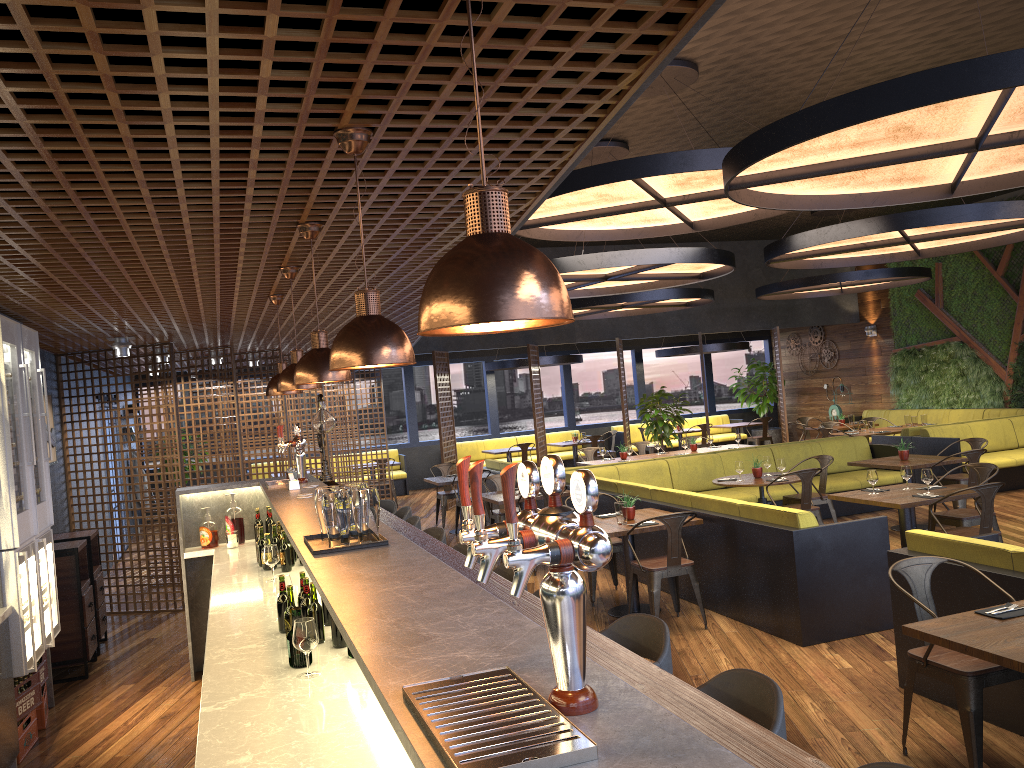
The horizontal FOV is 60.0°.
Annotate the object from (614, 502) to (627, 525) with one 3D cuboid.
[{"bbox_3d":[0.888,1.051,7.200,0.102,0.178,0.102,-5,0,17],"label":"object"}]

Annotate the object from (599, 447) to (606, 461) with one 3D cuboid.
[{"bbox_3d":[1.342,1.038,13.102,0.097,0.206,0.097,-5,0,27],"label":"object"}]

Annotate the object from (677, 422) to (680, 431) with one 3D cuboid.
[{"bbox_3d":[3.510,0.849,18.667,0.238,0.271,0.260,-5,0,3],"label":"object"}]

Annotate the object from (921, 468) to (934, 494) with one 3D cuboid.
[{"bbox_3d":[3.488,0.816,7.444,0.097,0.206,0.097,-5,0,-27],"label":"object"}]

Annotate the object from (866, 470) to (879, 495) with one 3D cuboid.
[{"bbox_3d":[3.124,0.849,7.680,0.097,0.206,0.097,-5,0,-27],"label":"object"}]

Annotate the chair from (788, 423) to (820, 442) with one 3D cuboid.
[{"bbox_3d":[5.252,1.120,15.837,0.541,0.917,0.504,-5,0,-18],"label":"chair"}]

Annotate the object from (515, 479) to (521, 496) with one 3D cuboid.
[{"bbox_3d":[0.058,1.140,9.774,0.102,0.178,0.102,-5,0,-33],"label":"object"}]

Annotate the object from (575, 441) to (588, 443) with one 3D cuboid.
[{"bbox_3d":[1.386,1.154,17.612,0.255,0.019,0.157,-5,0,-19],"label":"object"}]

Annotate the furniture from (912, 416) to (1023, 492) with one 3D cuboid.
[{"bbox_3d":[7.876,0.863,10.697,3.372,0.914,4.503,-5,0,-18],"label":"furniture"}]

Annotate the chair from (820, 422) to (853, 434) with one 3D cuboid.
[{"bbox_3d":[5.481,1.094,14.833,0.504,0.917,0.541,-5,0,-18],"label":"chair"}]

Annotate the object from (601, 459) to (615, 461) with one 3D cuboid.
[{"bbox_3d":[1.440,1.125,13.250,0.157,0.019,0.255,-5,0,-18],"label":"object"}]

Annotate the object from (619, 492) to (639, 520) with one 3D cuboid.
[{"bbox_3d":[0.964,1.000,7.411,0.238,0.271,0.260,-5,0,3],"label":"object"}]

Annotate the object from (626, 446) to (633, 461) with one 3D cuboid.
[{"bbox_3d":[1.705,1.005,12.865,0.097,0.206,0.097,-5,0,27],"label":"object"}]

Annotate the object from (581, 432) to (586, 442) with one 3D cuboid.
[{"bbox_3d":[1.444,1.070,17.903,0.102,0.178,0.102,-5,0,-33],"label":"object"}]

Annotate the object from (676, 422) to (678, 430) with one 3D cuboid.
[{"bbox_3d":[3.516,0.896,18.851,0.102,0.178,0.102,-5,0,-33],"label":"object"}]

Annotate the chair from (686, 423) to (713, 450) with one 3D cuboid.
[{"bbox_3d":[3.822,1.259,18.013,0.504,0.917,0.541,-5,0,-18],"label":"chair"}]

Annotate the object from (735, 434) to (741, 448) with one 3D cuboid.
[{"bbox_3d":[3.424,0.859,13.436,0.097,0.206,0.097,-5,0,27],"label":"object"}]

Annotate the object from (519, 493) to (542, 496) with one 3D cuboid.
[{"bbox_3d":[0.191,1.208,9.663,0.255,0.019,0.157,-5,0,-19],"label":"object"}]

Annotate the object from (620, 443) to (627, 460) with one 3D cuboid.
[{"bbox_3d":[1.630,0.977,13.068,0.238,0.271,0.260,-5,0,3],"label":"object"}]

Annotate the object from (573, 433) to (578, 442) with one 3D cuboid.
[{"bbox_3d":[1.282,1.084,17.747,0.102,0.178,0.102,-5,0,-33],"label":"object"}]

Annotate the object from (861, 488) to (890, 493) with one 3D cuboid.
[{"bbox_3d":[3.222,0.936,7.828,0.157,0.019,0.255,-5,0,-18],"label":"object"}]

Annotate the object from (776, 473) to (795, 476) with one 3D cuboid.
[{"bbox_3d":[2.934,0.972,9.563,0.255,0.019,0.157,-5,0,-16],"label":"object"}]

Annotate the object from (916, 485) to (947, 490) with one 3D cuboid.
[{"bbox_3d":[3.622,0.900,7.694,0.255,0.019,0.157,-5,0,-18],"label":"object"}]

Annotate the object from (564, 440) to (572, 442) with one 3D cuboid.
[{"bbox_3d":[1.173,1.176,18.240,0.255,0.019,0.157,-5,0,-19],"label":"object"}]

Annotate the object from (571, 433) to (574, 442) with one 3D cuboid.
[{"bbox_3d":[1.264,1.087,18.106,0.102,0.178,0.102,-5,0,-33],"label":"object"}]

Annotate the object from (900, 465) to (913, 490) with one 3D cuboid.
[{"bbox_3d":[3.465,0.820,7.785,0.097,0.206,0.097,-5,0,-18],"label":"object"}]

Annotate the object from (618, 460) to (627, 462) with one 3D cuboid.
[{"bbox_3d":[1.623,1.105,12.716,0.157,0.019,0.255,-5,0,-18],"label":"object"}]

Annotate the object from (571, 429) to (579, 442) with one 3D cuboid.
[{"bbox_3d":[1.279,1.038,17.932,0.238,0.271,0.260,-5,0,3],"label":"object"}]

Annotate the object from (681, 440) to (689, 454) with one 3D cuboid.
[{"bbox_3d":[2.565,0.932,13.151,0.097,0.206,0.097,-5,0,27],"label":"object"}]

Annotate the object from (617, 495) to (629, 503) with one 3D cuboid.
[{"bbox_3d":[0.957,1.048,7.582,0.102,0.178,0.102,-5,0,-33],"label":"object"}]

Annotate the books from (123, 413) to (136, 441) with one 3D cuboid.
[{"bbox_3d":[-6.423,0.742,14.918,0.223,0.489,0.286,-5,0,-27],"label":"books"}]

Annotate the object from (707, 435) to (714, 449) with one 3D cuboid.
[{"bbox_3d":[3.061,0.892,13.672,0.097,0.206,0.097,-5,0,27],"label":"object"}]

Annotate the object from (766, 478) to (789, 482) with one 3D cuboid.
[{"bbox_3d":[2.723,0.987,9.138,0.157,0.019,0.255,-5,0,-12],"label":"object"}]

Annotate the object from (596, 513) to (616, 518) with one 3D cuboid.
[{"bbox_3d":[0.866,1.137,7.716,0.255,0.019,0.157,-5,0,-19],"label":"object"}]

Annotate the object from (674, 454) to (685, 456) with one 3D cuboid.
[{"bbox_3d":[2.483,1.032,13.001,0.157,0.019,0.255,-5,0,-18],"label":"object"}]

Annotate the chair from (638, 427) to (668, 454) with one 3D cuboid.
[{"bbox_3d":[2.946,1.338,18.510,0.541,0.917,0.504,-5,0,-18],"label":"chair"}]

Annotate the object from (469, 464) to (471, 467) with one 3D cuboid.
[{"bbox_3d":[-0.622,1.216,12.414,0.102,0.178,0.102,-5,0,-13],"label":"object"}]

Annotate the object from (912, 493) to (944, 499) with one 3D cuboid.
[{"bbox_3d":[3.406,0.916,7.294,0.157,0.019,0.255,-5,0,-18],"label":"object"}]

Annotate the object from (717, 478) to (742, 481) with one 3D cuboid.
[{"bbox_3d":[2.336,1.023,9.528,0.255,0.019,0.157,-5,0,14],"label":"object"}]

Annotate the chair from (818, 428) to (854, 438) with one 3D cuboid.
[{"bbox_3d":[5.139,1.118,13.922,0.541,0.917,0.504,-5,0,-18],"label":"chair"}]

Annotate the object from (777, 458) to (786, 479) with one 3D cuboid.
[{"bbox_3d":[2.820,0.885,9.277,0.097,0.206,0.097,-5,0,7],"label":"object"}]

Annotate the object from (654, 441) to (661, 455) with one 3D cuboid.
[{"bbox_3d":[2.201,0.965,13.387,0.097,0.206,0.097,-5,0,27],"label":"object"}]

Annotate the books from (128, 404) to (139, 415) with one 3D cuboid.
[{"bbox_3d":[-6.665,0.479,15.557,0.177,0.245,0.450,-5,0,-18],"label":"books"}]

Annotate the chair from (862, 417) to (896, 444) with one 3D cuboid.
[{"bbox_3d":[6.302,1.025,15.106,0.504,0.917,0.541,-5,0,-18],"label":"chair"}]

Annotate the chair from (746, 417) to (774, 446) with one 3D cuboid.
[{"bbox_3d":[5.175,1.144,18.462,0.504,0.917,0.541,-5,0,-18],"label":"chair"}]

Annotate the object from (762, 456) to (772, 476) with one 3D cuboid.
[{"bbox_3d":[2.781,0.891,9.659,0.097,0.206,0.097,-5,0,20],"label":"object"}]

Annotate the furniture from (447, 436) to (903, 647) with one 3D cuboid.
[{"bbox_3d":[2.759,1.307,10.413,4.895,0.914,7.462,-5,0,-23],"label":"furniture"}]

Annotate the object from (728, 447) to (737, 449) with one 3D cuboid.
[{"bbox_3d":[3.343,0.959,13.286,0.157,0.019,0.255,-5,0,-18],"label":"object"}]

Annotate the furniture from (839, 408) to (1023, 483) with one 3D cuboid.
[{"bbox_3d":[6.431,1.016,15.100,3.378,0.916,4.755,-5,0,-18],"label":"furniture"}]

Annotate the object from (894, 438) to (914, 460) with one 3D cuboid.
[{"bbox_3d":[4.397,0.717,9.940,0.260,0.271,0.238,-5,0,17],"label":"object"}]

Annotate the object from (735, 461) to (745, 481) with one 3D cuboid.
[{"bbox_3d":[2.406,0.922,9.374,0.097,0.206,0.097,-5,0,23],"label":"object"}]

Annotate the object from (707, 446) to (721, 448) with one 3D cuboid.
[{"bbox_3d":[3.159,0.979,13.821,0.157,0.019,0.255,-5,0,-18],"label":"object"}]

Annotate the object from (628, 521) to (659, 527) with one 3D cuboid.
[{"bbox_3d":[1.034,1.118,7.100,0.255,0.019,0.157,-5,0,-19],"label":"object"}]

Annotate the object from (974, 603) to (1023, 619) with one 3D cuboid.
[{"bbox_3d":[2.196,0.997,3.921,0.255,0.019,0.157,-5,0,-19],"label":"object"}]

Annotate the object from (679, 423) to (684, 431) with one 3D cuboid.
[{"bbox_3d":[3.534,0.892,18.493,0.102,0.178,0.102,-5,0,-33],"label":"object"}]

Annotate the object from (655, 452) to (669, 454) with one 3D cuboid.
[{"bbox_3d":[2.299,1.052,13.535,0.157,0.019,0.255,-5,0,-18],"label":"object"}]

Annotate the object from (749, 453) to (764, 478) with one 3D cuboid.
[{"bbox_3d":[2.616,0.869,9.497,0.238,0.271,0.260,-5,0,3],"label":"object"}]

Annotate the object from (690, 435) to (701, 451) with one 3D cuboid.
[{"bbox_3d":[2.741,0.883,13.437,0.238,0.271,0.260,-5,0,3],"label":"object"}]
